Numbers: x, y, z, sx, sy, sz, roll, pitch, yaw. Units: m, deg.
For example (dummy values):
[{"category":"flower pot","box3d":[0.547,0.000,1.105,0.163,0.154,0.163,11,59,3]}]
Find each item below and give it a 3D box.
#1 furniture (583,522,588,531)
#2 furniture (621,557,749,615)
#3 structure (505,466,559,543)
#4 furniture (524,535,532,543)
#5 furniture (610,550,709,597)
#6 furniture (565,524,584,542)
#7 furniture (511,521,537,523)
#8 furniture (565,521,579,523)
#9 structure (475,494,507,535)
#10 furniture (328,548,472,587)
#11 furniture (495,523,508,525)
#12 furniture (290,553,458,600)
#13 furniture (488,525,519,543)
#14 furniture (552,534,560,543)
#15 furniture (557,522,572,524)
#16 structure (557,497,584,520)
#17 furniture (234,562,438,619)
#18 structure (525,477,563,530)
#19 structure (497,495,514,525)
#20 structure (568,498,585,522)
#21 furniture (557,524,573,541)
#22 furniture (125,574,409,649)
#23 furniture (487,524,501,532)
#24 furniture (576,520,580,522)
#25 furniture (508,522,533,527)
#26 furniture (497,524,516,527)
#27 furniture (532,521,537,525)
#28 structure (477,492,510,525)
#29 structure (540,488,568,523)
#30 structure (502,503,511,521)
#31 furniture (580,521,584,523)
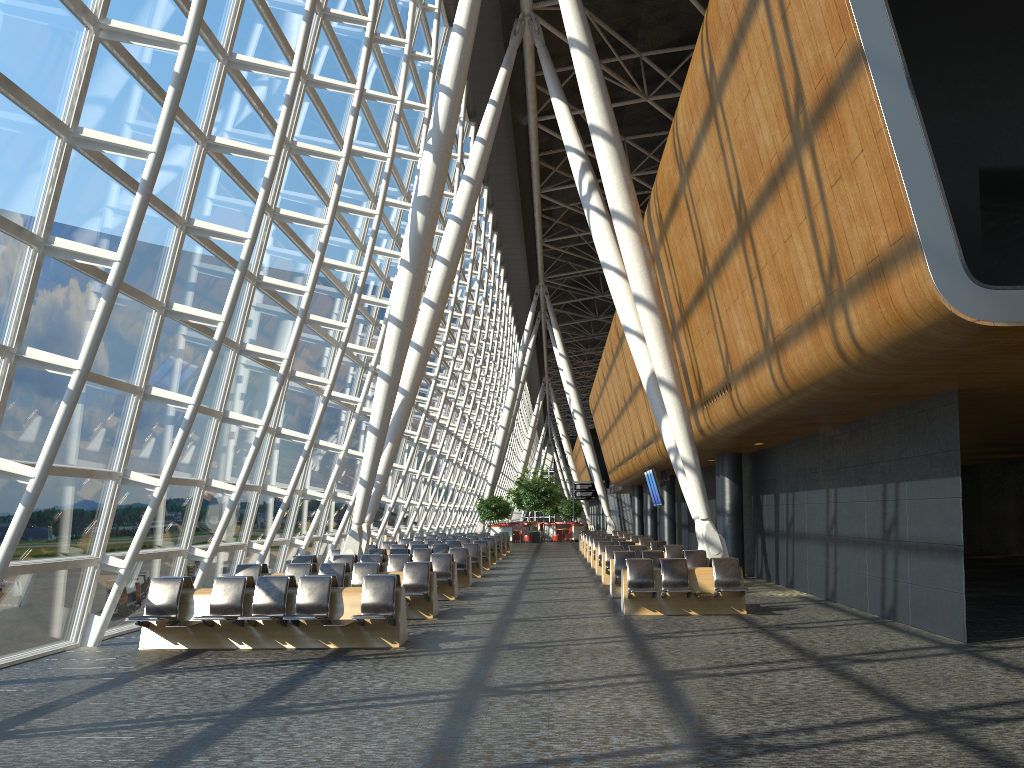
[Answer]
[{"category":"furniture","box3d":[5.747,12.589,77.414,1.896,0.864,1.674,-1,-7,3]},{"category":"furniture","box3d":[2.728,3.237,14.165,1.896,0.864,1.674,-1,-7,3]},{"category":"structure","box3d":[1.111,7.192,53.002,3.092,4.506,5.851,0,-6,-5]},{"category":"furniture","box3d":[0.921,8.736,49.679,0.444,0.457,0.445,4,-7,-45]},{"category":"furniture","box3d":[2.871,3.679,17.159,1.896,0.864,1.674,-1,-7,3]},{"category":"furniture","box3d":[3.755,8.726,51.723,0.889,1.001,2.851,-2,-8,15]},{"category":"furniture","box3d":[1.314,16.211,101.397,3.251,0.864,1.674,-1,-7,3]},{"category":"furniture","box3d":[6.462,14.802,92.385,1.896,0.864,1.674,-1,-7,3]},{"category":"structure","box3d":[-1.165,7.617,49.723,1.736,2.763,1.789,3,-5,-40]},{"category":"furniture","box3d":[-2.563,4.203,20.183,3.251,0.864,1.674,-1,-7,3]},{"category":"furniture","box3d":[-0.579,10.260,61.654,0.889,1.001,2.851,-2,-8,15]},{"category":"furniture","box3d":[-2.706,3.760,17.189,3.251,0.864,1.674,-1,-7,3]},{"category":"furniture","box3d":[-0.562,8.713,51.241,0.890,1.001,2.849,2,-8,-30]},{"category":"furniture","box3d":[2.513,8.768,50.038,0.443,0.457,0.446,-2,-5,15]},{"category":"furniture","box3d":[3.738,10.272,62.136,0.890,1.001,2.849,2,-8,-30]},{"category":"structure","box3d":[4.040,9.181,60.739,1.736,2.763,1.789,3,-5,-40]},{"category":"furniture","box3d":[-2.849,3.317,14.195,3.251,0.864,1.674,-1,-7,3]},{"category":"structure","box3d":[2.305,9.538,68.912,3.098,4.508,5.778,-3,-6,25]},{"category":"structure","box3d":[-0.823,8.635,56.854,1.786,2.835,1.841,3,-5,-40]},{"category":"structure","box3d":[4.857,10.603,71.114,1.887,2.979,1.944,3,-5,-40]},{"category":"furniture","box3d":[3.380,9.166,54.655,0.890,1.001,2.849,2,-8,-30]},{"category":"furniture","box3d":[-2.992,2.875,11.200,3.251,0.864,1.674,-1,-7,3]},{"category":"furniture","box3d":[-0.937,9.154,54.173,0.889,1.001,2.851,-2,-8,15]},{"category":"furniture","box3d":[6.891,16.131,101.368,1.896,0.864,1.674,-1,-7,3]},{"category":"furniture","box3d":[0.744,11.528,70.317,0.893,1.002,2.837,-6,-9,45]},{"category":"furniture","box3d":[-0.205,9.819,58.722,0.890,1.001,2.849,2,-8,-30]},{"category":"furniture","box3d":[1.028,15.326,95.409,3.251,0.864,1.674,-1,-7,3]},{"category":"structure","box3d":[-1.118,7.953,52.629,1.919,2.952,1.876,1,-4,-23]},{"category":"structure","box3d":[3.021,9.381,64.336,2.281,3.457,2.232,-2,-4,15]},{"category":"structure","box3d":[-0.897,9.148,60.175,1.760,2.797,1.813,3,-5,-40]},{"category":"furniture","box3d":[6.176,13.917,86.396,1.896,0.864,1.674,-1,-7,3]}]
